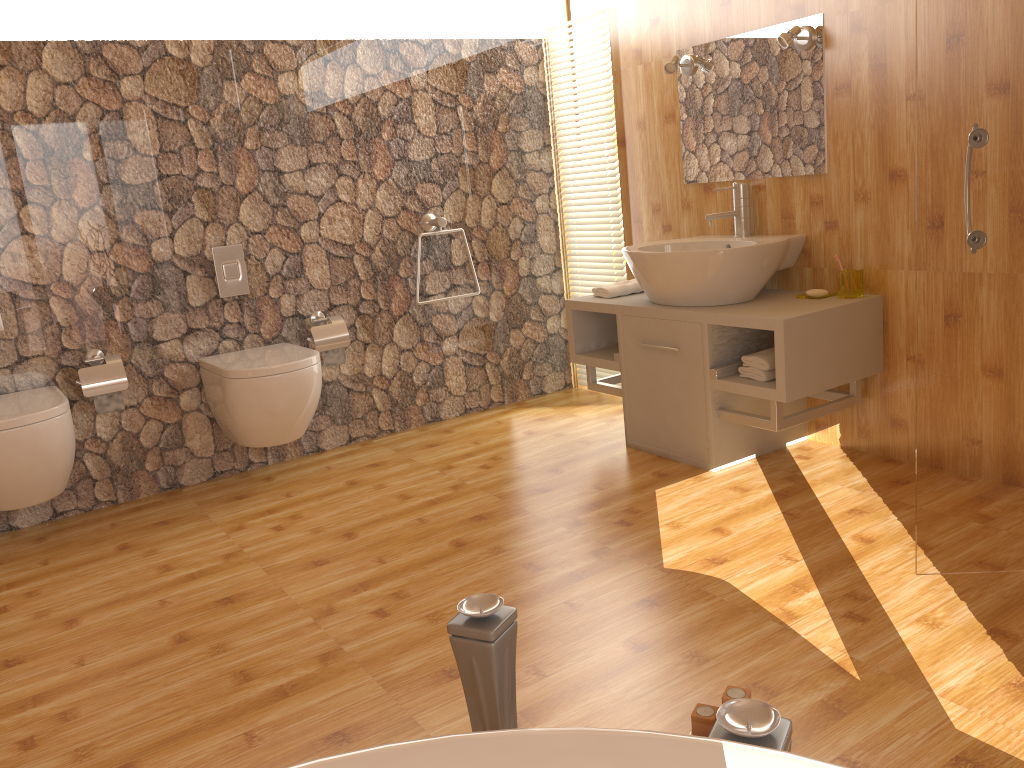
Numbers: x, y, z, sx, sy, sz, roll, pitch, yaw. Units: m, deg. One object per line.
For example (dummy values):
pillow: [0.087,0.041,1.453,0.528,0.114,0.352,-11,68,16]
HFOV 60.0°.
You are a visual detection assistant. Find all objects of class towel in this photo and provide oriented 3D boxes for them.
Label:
towel: [0.460,-0.398,3.667,0.225,0.048,0.140,-12,14,-26]
towel: [0.900,-0.059,3.015,0.225,0.048,0.140,-12,14,-26]
towel: [0.908,-0.096,3.005,0.225,0.048,0.140,-12,14,-26]

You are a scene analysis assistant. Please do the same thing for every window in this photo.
window: [1.445,-0.814,2.763,0.010,2.164,3.964,-14,15,-31]

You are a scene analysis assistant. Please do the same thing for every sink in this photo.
sink: [0.701,-0.519,3.276,0.533,0.409,0.634,-14,15,-31]

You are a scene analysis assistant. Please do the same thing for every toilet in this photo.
toilet: [-1.674,0.237,2.990,0.371,0.337,0.507,-14,15,-31]
toilet: [-0.939,0.058,3.443,0.371,0.337,0.507,-14,15,-31]

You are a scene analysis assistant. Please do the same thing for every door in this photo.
door: [1.381,-0.613,1.918,0.983,2.147,0.077,-4,13,8]

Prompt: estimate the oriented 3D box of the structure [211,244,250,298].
structure: [-1.123,-0.452,3.541,0.120,0.200,0.010,-14,15,-31]

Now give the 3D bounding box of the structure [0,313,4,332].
structure: [-1.858,-0.273,3.089,0.120,0.200,0.010,-14,15,-31]

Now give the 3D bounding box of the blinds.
blinds: [0.361,-1.031,4.159,0.042,2.178,0.420,-14,15,-31]

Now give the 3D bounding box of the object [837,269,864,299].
object: [1.147,-0.340,3.004,0.060,0.093,0.060,-14,15,-31]

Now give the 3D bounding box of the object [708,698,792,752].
object: [0.280,0.592,1.015,0.080,0.478,0.080,1,15,29]

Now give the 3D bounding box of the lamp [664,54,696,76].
lamp: [0.646,-1.244,3.465,0.124,0.080,0.080,-14,15,-31]

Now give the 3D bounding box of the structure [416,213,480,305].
structure: [-0.324,-0.570,3.975,0.332,0.387,0.133,-14,15,-31]

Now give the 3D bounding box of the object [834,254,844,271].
object: [1.122,-0.375,3.003,0.063,0.132,0.012,-6,13,-3]

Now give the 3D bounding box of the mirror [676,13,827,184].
mirror: [0.873,-1.030,3.307,0.005,0.523,0.698,-14,15,-31]

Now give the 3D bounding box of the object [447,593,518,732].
object: [0.996,-0.246,1.103,2.276,1.921,0.347,-4,13,10]

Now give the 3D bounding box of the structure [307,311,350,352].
structure: [-0.788,-0.224,3.713,0.170,0.151,0.154,-14,15,-31]

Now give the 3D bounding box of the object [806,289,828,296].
object: [1.065,-0.318,3.097,0.075,0.023,0.050,-5,13,3]

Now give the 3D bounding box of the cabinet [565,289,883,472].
cabinet: [0.754,-0.045,3.389,0.517,0.570,1.136,-14,15,-31]

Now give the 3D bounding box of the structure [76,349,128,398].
structure: [-1.520,-0.046,3.262,0.170,0.151,0.154,-14,15,-31]

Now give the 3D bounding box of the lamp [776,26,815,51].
lamp: [0.951,-1.170,3.000,0.124,0.080,0.080,-14,15,-31]

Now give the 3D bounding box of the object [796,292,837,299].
object: [1.064,-0.310,3.097,0.100,0.010,0.100,-14,15,-31]

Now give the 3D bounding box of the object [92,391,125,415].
object: [-1.495,0.026,3.262,0.098,0.151,0.090,-14,15,-31]

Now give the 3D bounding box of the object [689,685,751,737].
object: [0.373,0.624,1.615,0.141,0.131,0.141,1,15,29]

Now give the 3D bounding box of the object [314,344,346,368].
object: [-0.763,-0.152,3.713,0.098,0.151,0.090,-14,15,-31]
